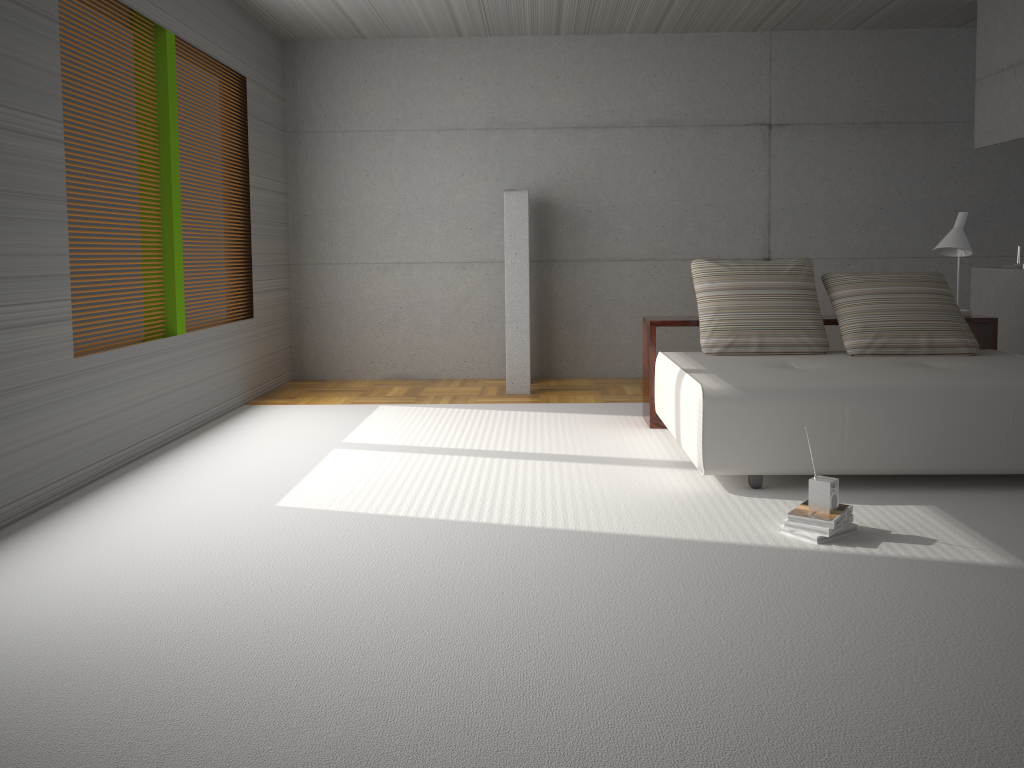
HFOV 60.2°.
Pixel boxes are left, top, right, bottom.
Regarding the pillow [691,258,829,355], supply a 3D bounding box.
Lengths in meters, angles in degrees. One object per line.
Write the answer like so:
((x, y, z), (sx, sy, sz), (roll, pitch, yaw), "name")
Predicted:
((1.586, -0.501, 5.671), (0.801, 0.606, 0.494), (0, 6, 1), "pillow")

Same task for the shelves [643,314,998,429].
((2.038, -0.097, 5.989), (2.250, 0.712, 0.403), (0, 5, 2), "shelves")

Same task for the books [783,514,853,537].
((1.267, 0.566, 3.653), (0.189, 0.032, 0.266), (6, 11, 41), "books")

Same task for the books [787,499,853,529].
((1.274, 0.534, 3.653), (0.189, 0.032, 0.266), (5, 10, 36), "books")

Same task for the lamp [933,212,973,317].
((2.995, -0.808, 5.942), (0.323, 0.696, 0.246), (-2, 5, -17), "lamp")

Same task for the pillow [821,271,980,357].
((2.440, -0.450, 5.596), (0.807, 0.514, 0.582), (0, 6, 3), "pillow")

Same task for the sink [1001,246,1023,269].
((4.127, -0.891, 6.229), (0.766, 0.536, 1.716), (0, 8, 2), "sink")

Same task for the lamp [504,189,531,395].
((0.056, -0.809, 7.658), (0.200, 1.682, 0.803), (-1, 5, 2), "lamp")

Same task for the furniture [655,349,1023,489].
((1.994, 0.146, 5.005), (2.168, 0.519, 1.625), (0, 8, 2), "furniture")

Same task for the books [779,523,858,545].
((1.268, 0.598, 3.655), (0.265, 0.032, 0.190), (-6, 10, -34), "books")

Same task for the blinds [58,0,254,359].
((-2.242, -1.220, 5.641), (0.012, 2.031, 3.559), (-1, 7, 2), "blinds")

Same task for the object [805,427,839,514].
((1.251, 0.344, 3.598), (0.090, 0.364, 0.186), (3, 6, 42), "object")
